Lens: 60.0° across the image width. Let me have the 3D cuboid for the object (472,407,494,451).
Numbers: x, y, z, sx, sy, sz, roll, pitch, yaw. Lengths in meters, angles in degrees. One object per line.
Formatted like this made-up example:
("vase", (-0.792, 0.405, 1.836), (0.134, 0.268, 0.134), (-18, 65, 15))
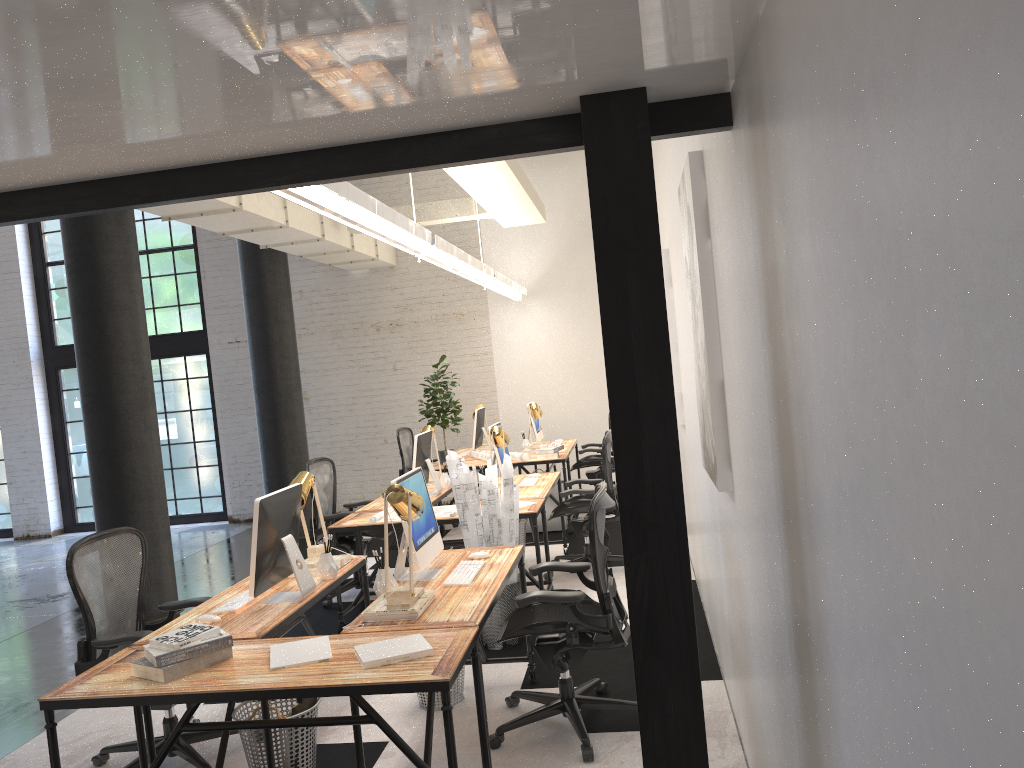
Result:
("object", (-0.324, 0.501, 9.451), (0.190, 0.485, 0.483), (-5, 2, 8))

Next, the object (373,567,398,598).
("object", (-0.541, 0.848, 3.787), (0.101, 0.127, 0.101), (-7, 2, -37))

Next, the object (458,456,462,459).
("object", (-0.569, 0.759, 9.193), (0.106, 0.029, 0.059), (-5, 1, 9))

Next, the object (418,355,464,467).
("object", (-0.692, 0.259, 8.615), (0.438, 1.078, 0.513), (-6, 2, -1))

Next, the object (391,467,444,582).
("object", (-0.454, 0.652, 4.106), (0.190, 0.485, 0.483), (-5, 2, 8))

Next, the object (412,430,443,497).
("object", (-0.662, 0.614, 6.794), (0.190, 0.485, 0.483), (-5, 2, 8))

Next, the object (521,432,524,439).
("object", (0.129, 0.598, 9.307), (0.054, 0.207, 0.008), (-6, 2, -5))

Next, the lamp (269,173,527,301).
("lamp", (-0.552, -2.225, 6.700), (0.226, 2.865, 7.297), (-5, 1, 8))

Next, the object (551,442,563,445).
("object", (0.471, 0.654, 9.589), (0.118, 0.018, 0.438), (-5, 1, 8))

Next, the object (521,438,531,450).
("object", (0.145, 0.638, 9.317), (0.101, 0.127, 0.101), (-7, 2, -37))

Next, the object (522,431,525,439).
("object", (0.140, 0.597, 9.301), (0.054, 0.207, 0.008), (-7, 2, -27))

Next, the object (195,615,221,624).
("object", (-1.255, 0.969, 3.662), (0.106, 0.029, 0.059), (-5, 1, 9))

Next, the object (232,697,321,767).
("object", (-0.941, 1.465, 3.619), (0.353, 0.435, 0.358), (-6, 2, 4))

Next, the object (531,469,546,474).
("object", (0.311, 1.181, 9.994), (0.353, 0.435, 0.358), (-6, 2, 4))

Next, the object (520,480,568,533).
("object", (0.269, 1.206, 8.705), (0.544, 0.455, 0.221), (-5, 2, 8))

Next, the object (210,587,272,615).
("object", (-1.203, 0.963, 3.986), (0.118, 0.018, 0.438), (-5, 1, 8))

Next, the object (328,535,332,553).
("object", (-0.879, 0.830, 4.261), (0.054, 0.207, 0.008), (-6, 2, -5))

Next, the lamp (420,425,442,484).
("lamp", (-0.682, 0.576, 7.305), (0.128, 0.470, 0.344), (-5, 2, 8))

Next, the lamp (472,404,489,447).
("lamp", (-0.346, 0.463, 9.962), (0.126, 0.470, 0.344), (-5, 2, 8))

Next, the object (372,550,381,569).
("object", (-0.557, 0.808, 3.777), (0.054, 0.207, 0.008), (-6, 2, -5))

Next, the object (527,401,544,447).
("object", (0.233, 0.442, 9.637), (0.190, 0.485, 0.483), (-5, 2, 8))

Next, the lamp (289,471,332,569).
("lamp", (-1.031, 0.673, 4.432), (0.126, 0.470, 0.344), (-5, 2, 8))

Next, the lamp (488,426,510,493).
("lamp", (-0.091, 0.536, 6.467), (0.128, 0.470, 0.344), (-5, 2, 8))

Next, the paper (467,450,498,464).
("paper", (-0.285, 0.713, 8.764), (0.083, 0.082, 1.134), (-6, 1, -17))

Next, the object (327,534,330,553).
("object", (-0.890, 0.830, 4.267), (0.054, 0.207, 0.008), (-7, 2, -27))

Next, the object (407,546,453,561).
("object", (-0.592, 1.368, 6.492), (0.353, 0.435, 0.358), (-6, 2, 4))

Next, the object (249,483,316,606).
("object", (-1.010, 0.711, 3.921), (0.190, 0.485, 0.483), (-5, 2, 8))

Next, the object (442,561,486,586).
("object", (-0.215, 0.864, 4.059), (0.118, 0.018, 0.438), (-5, 1, 8))

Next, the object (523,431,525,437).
("object", (0.136, 0.596, 9.330), (0.008, 0.207, 0.054), (-6, 2, -9))

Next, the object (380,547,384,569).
("object", (-0.550, 0.806, 3.800), (0.008, 0.207, 0.054), (-6, 2, -9))

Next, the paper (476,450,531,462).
("paper", (-0.120, 0.698, 8.740), (0.083, 0.082, 1.134), (-7, 2, -27))

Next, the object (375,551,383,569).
("object", (-0.546, 0.807, 3.771), (0.054, 0.207, 0.008), (-7, 2, -27))

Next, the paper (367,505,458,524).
("paper", (-0.603, 0.846, 5.979), (0.626, 0.061, 0.567), (-6, 1, 5))

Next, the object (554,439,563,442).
("object", (0.522, 0.635, 9.912), (0.106, 0.029, 0.059), (-5, 1, 9))

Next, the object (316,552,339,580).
("object", (-0.887, 0.872, 4.254), (0.101, 0.127, 0.101), (-7, 2, -37))

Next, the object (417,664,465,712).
("object", (-0.375, 1.391, 4.464), (0.353, 0.435, 0.358), (-6, 2, 4))

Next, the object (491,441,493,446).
("object", (-0.201, 0.662, 9.784), (0.101, 0.127, 0.101), (-7, 2, -37))

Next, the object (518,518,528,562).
("object", (-0.027, 1.294, 7.337), (0.353, 0.435, 0.358), (-6, 2, 4))

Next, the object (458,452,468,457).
("object", (-0.517, 0.753, 9.517), (0.118, 0.018, 0.438), (-5, 1, 8))

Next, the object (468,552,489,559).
("object", (-0.164, 0.845, 4.382), (0.106, 0.029, 0.059), (-5, 1, 9))

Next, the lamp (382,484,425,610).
("lamp", (-0.439, 0.632, 3.594), (0.128, 0.470, 0.344), (-5, 2, 8))

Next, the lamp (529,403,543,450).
("lamp", (0.248, 0.423, 9.124), (0.126, 0.470, 0.344), (-5, 2, 8))

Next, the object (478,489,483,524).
("object", (-0.254, 1.255, 9.149), (0.353, 0.435, 0.358), (-6, 2, 4))

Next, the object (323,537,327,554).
("object", (-0.886, 0.830, 4.238), (0.008, 0.207, 0.054), (-6, 2, -9))

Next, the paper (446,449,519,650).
("paper", (-0.135, 0.963, 5.337), (0.412, 1.198, 0.440), (-6, 2, -14))

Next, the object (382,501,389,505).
("object", (-0.906, 0.872, 6.536), (0.106, 0.029, 0.059), (-5, 1, 9))
